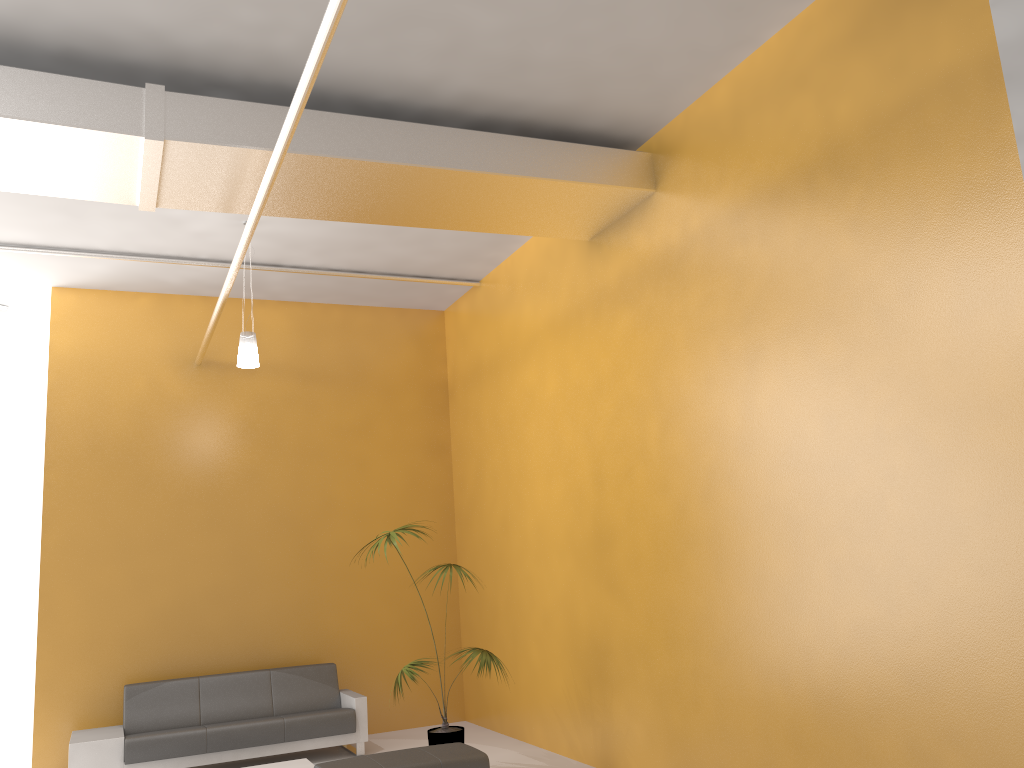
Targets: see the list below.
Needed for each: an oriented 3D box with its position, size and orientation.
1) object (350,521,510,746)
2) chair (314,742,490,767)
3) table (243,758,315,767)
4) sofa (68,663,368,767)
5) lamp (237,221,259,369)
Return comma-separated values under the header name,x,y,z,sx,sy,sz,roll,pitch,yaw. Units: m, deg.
name,x,y,z,sx,sy,sz,roll,pitch,yaw
object,-0.625,2.047,6.845,1.222,1.956,0.912,-7,-12,16
chair,-0.701,2.590,5.640,1.012,0.423,0.575,1,-13,-24
table,-1.916,2.992,6.529,1.000,0.150,1.000,1,-13,-24
sofa,-2.544,2.982,7.802,2.400,0.761,0.860,1,-13,-24
lamp,-2.161,-0.743,7.253,0.174,1.227,0.174,-7,-12,16
